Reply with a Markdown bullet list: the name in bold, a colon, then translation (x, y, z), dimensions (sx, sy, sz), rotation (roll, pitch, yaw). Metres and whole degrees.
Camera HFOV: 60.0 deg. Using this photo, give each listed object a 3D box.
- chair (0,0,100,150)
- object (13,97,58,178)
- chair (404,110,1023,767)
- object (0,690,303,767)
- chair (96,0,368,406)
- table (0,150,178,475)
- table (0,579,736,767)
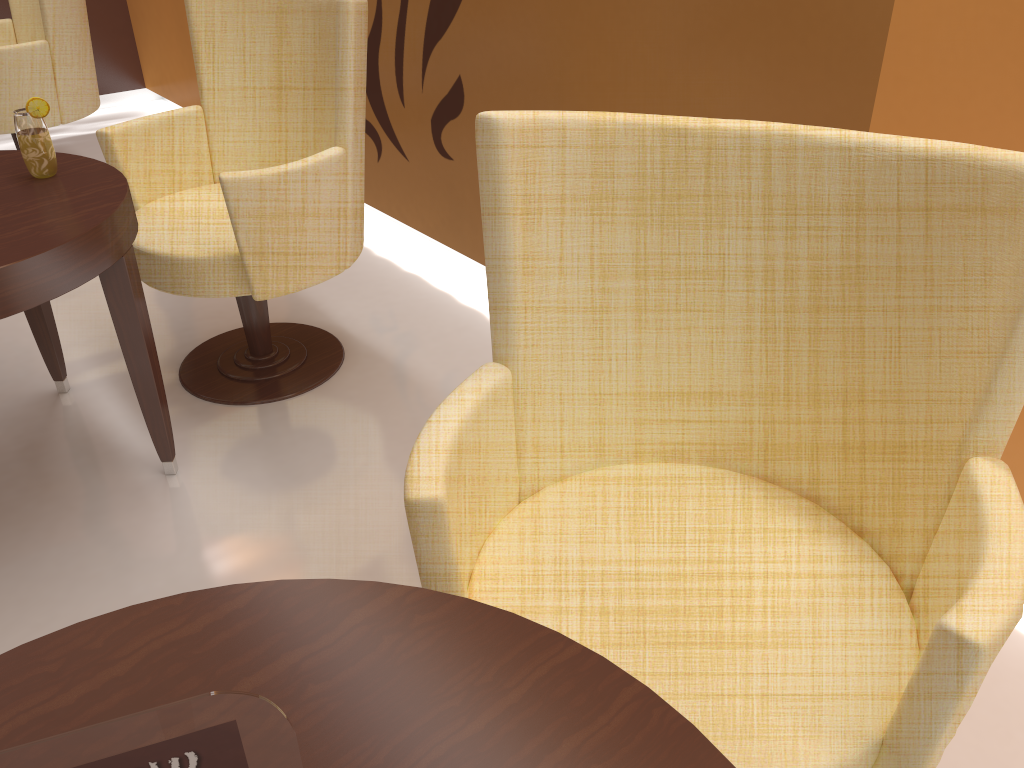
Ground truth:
- **chair**: translation (-2.066, -1.301, 3.713), dimensions (0.685, 1.017, 0.729), rotation (-23, 38, -32)
- **object**: translation (-1.057, -0.544, 1.964), dimensions (0.067, 0.171, 0.072), rotation (4, 32, 8)
- **chair**: translation (0.253, 0.210, 1.191), dimensions (0.729, 1.017, 0.685), rotation (10, 33, 17)
- **object**: translation (-0.193, 0.285, 0.432), dimensions (0.209, 0.335, 0.042), rotation (-11, 33, -17)
- **chair**: translation (-0.710, -0.518, 2.403), dimensions (0.729, 1.017, 0.685), rotation (23, 39, 33)
- **table**: translation (-1.244, -0.060, 1.992), dimensions (0.872, 0.679, 0.874), rotation (-4, 32, -5)
- **table**: translation (-0.193, 0.714, 0.704), dimensions (0.872, 0.679, 0.874), rotation (-2, 31, -1)
